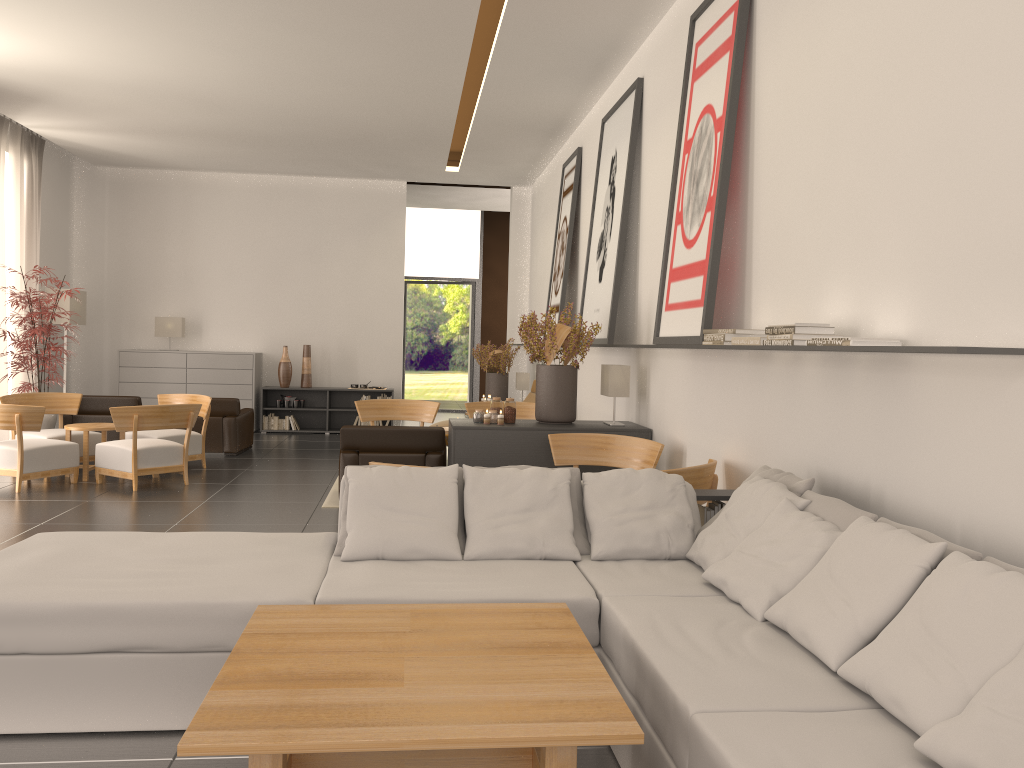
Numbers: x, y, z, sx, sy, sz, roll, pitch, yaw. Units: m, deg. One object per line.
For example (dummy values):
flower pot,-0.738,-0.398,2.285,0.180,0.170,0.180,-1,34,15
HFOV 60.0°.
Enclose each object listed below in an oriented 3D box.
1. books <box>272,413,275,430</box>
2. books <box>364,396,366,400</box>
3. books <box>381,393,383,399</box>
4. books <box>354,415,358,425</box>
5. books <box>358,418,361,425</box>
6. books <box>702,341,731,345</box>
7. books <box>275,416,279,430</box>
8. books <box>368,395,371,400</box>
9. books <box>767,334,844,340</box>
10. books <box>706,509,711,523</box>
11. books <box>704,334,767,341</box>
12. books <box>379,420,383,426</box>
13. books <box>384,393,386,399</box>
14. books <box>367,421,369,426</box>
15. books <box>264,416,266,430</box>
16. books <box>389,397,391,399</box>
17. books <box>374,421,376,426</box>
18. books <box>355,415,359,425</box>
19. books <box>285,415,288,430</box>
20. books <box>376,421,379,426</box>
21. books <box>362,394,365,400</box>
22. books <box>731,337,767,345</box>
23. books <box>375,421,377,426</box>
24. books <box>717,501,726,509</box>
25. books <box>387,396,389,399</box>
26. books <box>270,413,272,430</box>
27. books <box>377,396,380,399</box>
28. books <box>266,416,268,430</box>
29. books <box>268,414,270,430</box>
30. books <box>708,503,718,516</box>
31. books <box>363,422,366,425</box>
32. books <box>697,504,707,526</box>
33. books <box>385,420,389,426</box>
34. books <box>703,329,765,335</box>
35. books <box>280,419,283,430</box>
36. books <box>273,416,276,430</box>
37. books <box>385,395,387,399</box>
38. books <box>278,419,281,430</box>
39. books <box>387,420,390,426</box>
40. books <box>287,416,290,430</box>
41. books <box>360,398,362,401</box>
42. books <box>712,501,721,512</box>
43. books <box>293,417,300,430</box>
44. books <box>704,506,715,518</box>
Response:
books,-5.656,0.887,21.018,0.039,0.384,0.233,1,2,-7
books,-3.556,0.444,21.239,0.130,0.322,0.252,1,2,-7
books,-3.116,0.421,21.299,0.039,0.384,0.233,1,2,-7
books,-3.766,0.939,21.261,0.154,0.360,0.249,1,2,-7
books,-3.659,0.949,21.266,0.071,0.344,0.265,1,2,-7
books,1.875,-0.340,7.496,0.376,0.032,0.504,1,2,-7
books,-5.568,0.925,21.023,0.054,0.311,0.244,1,2,-7
books,-3.429,0.441,21.287,0.054,0.328,0.187,1,2,-7
books,2.027,-0.321,6.165,0.350,0.038,0.525,1,2,-2
books,1.513,1.090,6.957,0.034,0.217,0.161,1,2,-7
books,1.890,-0.387,7.485,0.391,0.063,0.498,1,2,-7
books,-3.149,0.969,21.339,0.106,0.325,0.238,1,2,-7
books,-3.062,0.421,21.312,0.029,0.385,0.220,1,2,-7
books,-3.458,0.921,21.305,0.031,0.406,0.231,1,2,-7
books,-5.832,0.922,21.001,0.048,0.305,0.226,1,2,-7
books,-2.942,0.464,21.324,0.048,0.305,0.226,1,2,-7
books,-3.288,0.950,21.308,0.023,0.356,0.267,1,2,-7
books,-3.736,0.934,21.263,0.156,0.371,0.252,1,2,-7
books,-5.349,0.920,21.077,0.054,0.328,0.187,1,2,-7
books,-3.231,0.955,21.350,0.057,0.346,0.197,1,2,-7
books,-3.593,0.427,21.243,0.138,0.354,0.236,1,2,-7
books,1.941,-0.327,6.878,0.301,0.064,0.407,1,3,-17
books,-3.267,0.958,21.310,0.020,0.341,0.268,1,2,-7
books,1.638,1.065,6.973,0.028,0.273,0.165,1,2,-7
books,-2.986,0.460,21.309,0.039,0.312,0.246,1,2,-7
books,-5.711,0.884,21.018,0.029,0.385,0.220,1,2,-7
books,-3.204,0.456,21.284,0.054,0.311,0.244,1,2,-7
books,-5.786,0.920,20.997,0.039,0.312,0.246,1,2,-7
books,-5.747,0.897,21.019,0.039,0.357,0.210,1,2,-7
books,1.575,1.073,6.958,0.028,0.254,0.149,1,2,-7
books,-3.536,0.959,21.284,0.057,0.327,0.257,1,2,-7
books,1.487,1.077,6.963,0.015,0.241,0.180,1,2,-7
books,-3.015,0.955,21.348,0.154,0.360,0.249,1,2,-7
books,1.876,-0.438,7.486,0.299,0.040,0.526,1,3,-17
books,-5.463,0.957,21.075,0.054,0.249,0.167,1,2,-7
books,-5.616,0.920,21.022,0.039,0.318,0.236,1,2,-7
books,-3.028,0.435,21.321,0.039,0.357,0.210,1,2,-7
books,-5.518,0.956,21.069,0.054,0.249,0.167,1,2,-7
books,-2.986,0.950,21.350,0.156,0.371,0.252,1,2,-7
books,-5.307,0.924,21.048,0.019,0.324,0.254,1,2,-7
books,-3.652,0.457,21.229,0.142,0.289,0.252,1,2,-7
books,1.600,1.064,6.964,0.021,0.274,0.156,1,2,-7
books,-5.120,0.946,21.072,0.142,0.289,0.252,1,2,-7
books,1.545,1.088,6.967,0.028,0.222,0.175,1,2,-7
